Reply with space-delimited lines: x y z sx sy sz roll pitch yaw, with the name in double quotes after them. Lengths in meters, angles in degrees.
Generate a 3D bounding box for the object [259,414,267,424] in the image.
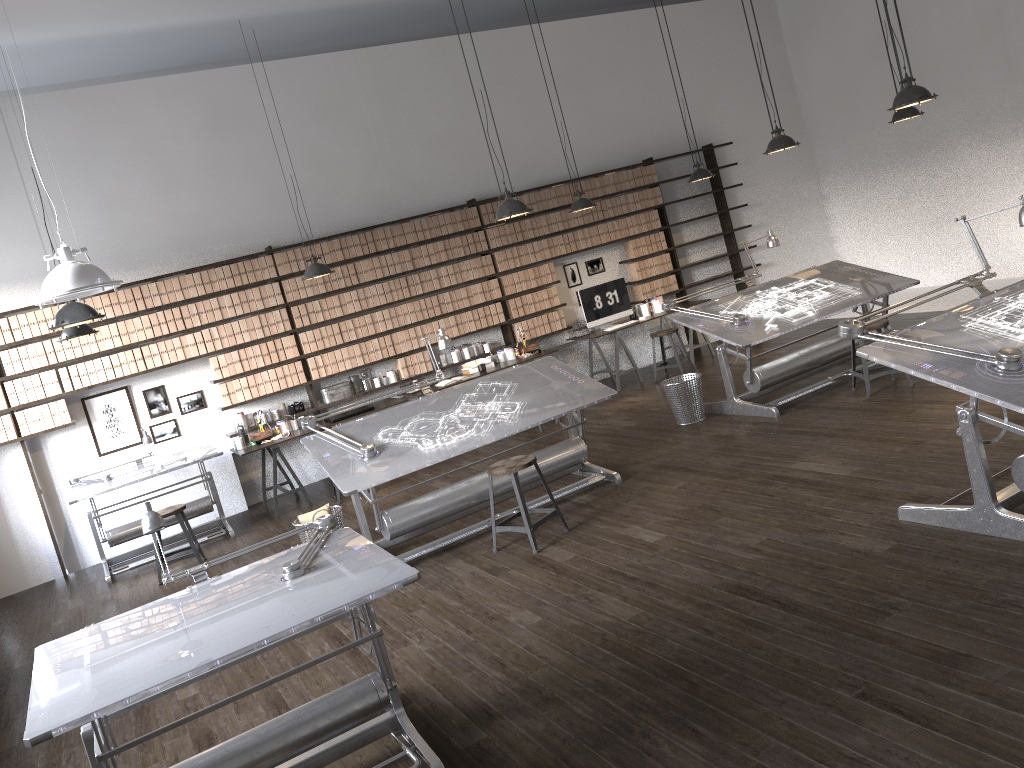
-2.461 0.349 8.754 0.062 0.094 0.061 -20 8 -39 "object"

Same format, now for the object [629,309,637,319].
1.433 -0.843 10.551 0.091 0.141 0.097 -10 8 44 "object"

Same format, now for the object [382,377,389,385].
-1.351 -0.039 9.392 0.062 0.093 0.181 -16 7 -11 "object"

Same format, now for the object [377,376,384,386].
-1.396 -0.030 9.389 0.063 0.093 0.063 -12 7 27 "object"

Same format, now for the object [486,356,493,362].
-0.245 -0.256 9.737 0.061 0.094 0.062 -14 6 15 "object"

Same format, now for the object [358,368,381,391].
-1.514 -0.080 9.314 0.183 0.270 0.156 -20 8 -41 "object"

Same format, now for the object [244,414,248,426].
-2.664 0.374 8.801 0.071 0.128 0.072 -13 6 22 "object"

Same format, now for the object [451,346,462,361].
-0.612 -0.324 9.763 0.095 0.161 0.094 -18 7 -29 "object"

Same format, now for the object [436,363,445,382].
-0.780 -0.127 9.462 0.101 0.208 0.102 -13 6 20 "object"

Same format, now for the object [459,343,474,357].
-0.506 -0.362 9.829 0.095 0.161 0.205 -18 7 -23 "object"

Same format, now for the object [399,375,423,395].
-1.038 0.006 9.192 0.205 0.160 0.284 -18 8 -25 "object"

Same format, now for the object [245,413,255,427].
-2.593 0.358 8.769 0.070 0.130 0.070 -14 6 13 "object"

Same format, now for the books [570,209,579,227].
0.698 -1.949 10.437 0.067 0.224 0.174 -18 7 -25 "books"

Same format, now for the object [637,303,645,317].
1.556 -0.879 10.554 0.097 0.142 0.096 -16 6 -8 "object"

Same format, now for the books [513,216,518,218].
-0.024 -1.993 10.089 0.067 0.224 0.174 -18 7 -25 "books"

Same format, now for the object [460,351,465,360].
-0.535 -0.320 9.797 0.054 0.101 0.054 -16 6 -9 "object"

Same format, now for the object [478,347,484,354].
-0.345 -0.374 9.871 0.054 0.081 0.054 -19 7 -35 "object"

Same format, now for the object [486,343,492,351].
-0.267 -0.408 9.885 0.063 0.094 0.063 -15 6 7 "object"

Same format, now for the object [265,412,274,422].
-2.408 0.329 8.797 0.063 0.093 0.063 -20 8 -39 "object"

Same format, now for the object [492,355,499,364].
-0.184 -0.269 9.714 0.062 0.093 0.064 -14 6 15 "object"

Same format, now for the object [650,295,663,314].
1.731 -0.939 10.494 0.144 0.195 0.145 -11 8 37 "object"

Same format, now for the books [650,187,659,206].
1.722 -2.301 10.953 0.067 0.224 0.174 -18 7 -25 "books"

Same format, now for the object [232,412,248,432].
-2.654 0.373 8.656 0.107 0.176 0.107 -18 6 -23 "object"

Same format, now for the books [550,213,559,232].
0.455 -1.866 10.315 0.067 0.224 0.174 -18 7 -25 "books"

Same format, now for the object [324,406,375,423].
-1.593 0.296 8.673 0.448 0.033 0.312 -19 9 -25 "object"

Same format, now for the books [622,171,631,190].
1.348 -2.462 10.776 0.067 0.224 0.174 -18 7 -25 "books"

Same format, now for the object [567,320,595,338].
0.794 -0.636 10.216 0.286 0.160 0.203 -20 8 -33 "object"

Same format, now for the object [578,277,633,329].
1.083 -0.910 10.301 0.647 0.515 0.204 -18 6 -25 "object"

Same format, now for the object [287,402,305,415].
-2.173 0.238 8.926 0.172 0.108 0.091 -19 7 -25 "object"

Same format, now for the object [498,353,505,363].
-0.117 -0.285 9.698 0.061 0.094 0.062 -13 6 24 "object"

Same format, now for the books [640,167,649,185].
1.590 -2.545 10.900 0.067 0.224 0.174 -18 7 -25 "books"

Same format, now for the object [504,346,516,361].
-0.022 -0.336 9.732 0.105 0.141 0.104 -17 6 -18 "object"

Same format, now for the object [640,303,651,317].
1.578 -0.870 10.448 0.094 0.144 0.095 -15 6 1 "object"

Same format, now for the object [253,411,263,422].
-2.525 0.340 8.847 0.095 0.127 0.094 -15 6 5 "object"

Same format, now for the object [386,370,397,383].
-1.277 -0.076 9.387 0.095 0.127 0.094 -17 6 -18 "object"

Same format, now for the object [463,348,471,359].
-0.497 -0.332 9.720 0.061 0.119 0.062 -12 7 33 "object"

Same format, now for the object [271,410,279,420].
-2.364 0.310 8.844 0.062 0.094 0.061 -20 8 -39 "object"

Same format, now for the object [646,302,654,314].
1.635 -0.897 10.521 0.068 0.154 0.068 -10 7 41 "object"

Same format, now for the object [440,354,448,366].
-0.747 -0.261 9.693 0.061 0.119 0.062 -14 6 15 "object"

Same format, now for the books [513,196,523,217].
0.036 -2.012 10.113 0.067 0.225 0.174 -18 7 -25 "books"

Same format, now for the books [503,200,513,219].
-0.085 -1.972 10.058 0.067 0.224 0.174 -18 7 -25 "books"

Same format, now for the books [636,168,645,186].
1.526 -2.523 10.866 0.067 0.224 0.174 -18 7 -25 "books"

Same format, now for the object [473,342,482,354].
-0.375 -0.401 9.952 0.095 0.129 0.094 -20 8 -38 "object"

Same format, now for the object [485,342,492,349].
-0.264 -0.419 9.955 0.062 0.095 0.062 -15 6 7 "object"

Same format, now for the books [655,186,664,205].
1.777 -2.319 10.979 0.067 0.224 0.174 -18 7 -25 "books"

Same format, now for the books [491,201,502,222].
-0.207 -1.930 9.997 0.067 0.224 0.174 -18 7 -25 "books"

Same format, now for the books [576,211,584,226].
0.762 -1.971 10.465 0.067 0.224 0.174 -18 7 -25 "books"

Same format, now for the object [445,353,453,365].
-0.686 -0.273 9.670 0.062 0.117 0.064 -14 6 15 "object"

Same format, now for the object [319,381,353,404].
-1.818 0.088 9.148 0.319 0.152 0.192 -19 8 -26 "object"

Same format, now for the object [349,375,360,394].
-1.658 0.007 9.327 0.078 0.187 0.079 -10 8 43 "object"

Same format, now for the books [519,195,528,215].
0.092 -2.032 10.146 0.067 0.224 0.174 -18 7 -25 "books"

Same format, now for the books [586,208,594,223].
0.876 -2.011 10.528 0.067 0.224 0.174 -18 7 -25 "books"

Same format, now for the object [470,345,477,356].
-0.425 -0.368 9.833 0.061 0.119 0.062 -12 7 33 "object"

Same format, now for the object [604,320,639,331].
1.246 -0.664 10.089 0.442 0.017 0.118 -20 9 -30 "object"

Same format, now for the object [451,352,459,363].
-0.620 -0.290 9.654 0.061 0.119 0.062 -13 6 24 "object"

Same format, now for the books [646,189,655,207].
1.667 -2.281 10.920 0.067 0.225 0.174 -18 7 -25 "books"

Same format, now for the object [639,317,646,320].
1.505 -0.763 10.235 0.059 0.028 0.106 -19 9 -28 "object"

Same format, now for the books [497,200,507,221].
-0.144 -1.951 10.024 0.067 0.224 0.174 -18 7 -25 "books"

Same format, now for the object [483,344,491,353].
-0.278 -0.395 9.820 0.062 0.095 0.062 -15 6 7 "object"

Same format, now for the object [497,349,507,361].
-0.108 -0.317 9.808 0.095 0.127 0.094 -19 7 -29 "object"
